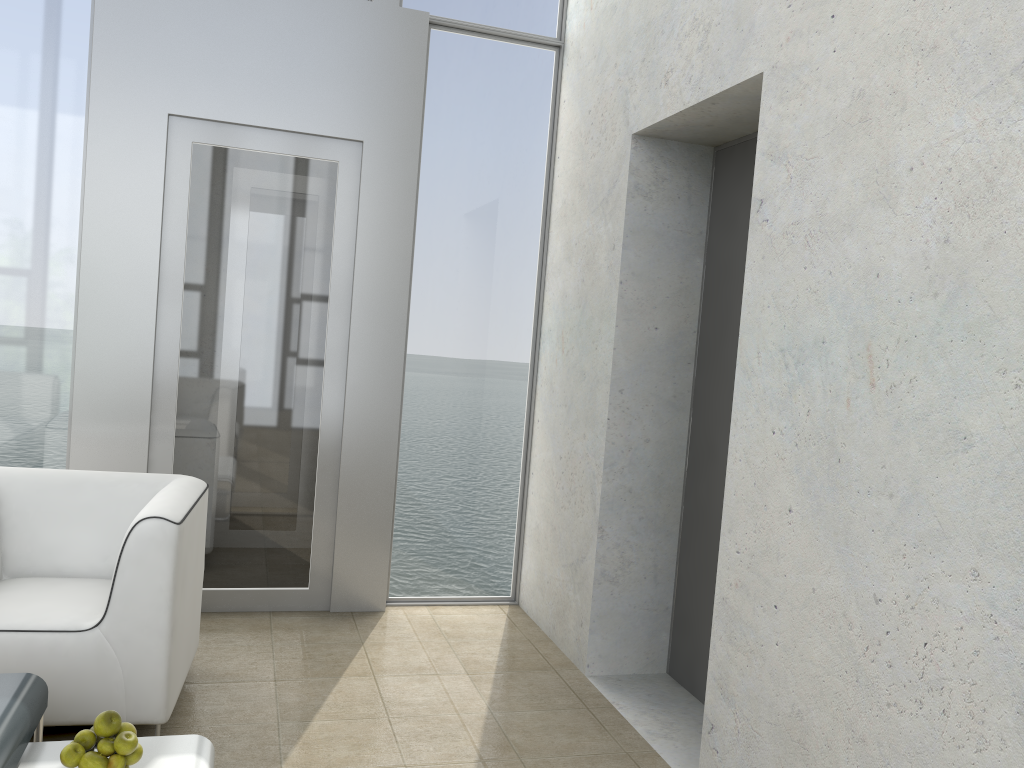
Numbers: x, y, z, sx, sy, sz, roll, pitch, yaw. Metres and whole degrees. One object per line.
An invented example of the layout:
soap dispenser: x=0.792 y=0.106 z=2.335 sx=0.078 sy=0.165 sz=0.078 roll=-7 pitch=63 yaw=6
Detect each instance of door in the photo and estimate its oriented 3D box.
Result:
door: x=-1.127 y=-0.046 z=3.853 sx=0.804 sy=2.102 sz=0.030 roll=4 pitch=3 yaw=-17
door: x=0.851 y=0.163 z=3.096 sx=0.040 sy=2.080 sz=0.864 roll=4 pitch=3 yaw=-17

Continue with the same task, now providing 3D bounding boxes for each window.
window: x=-0.026 y=-3.130 z=4.039 sx=0.742 sy=2.947 sz=0.010 roll=4 pitch=3 yaw=-17
window: x=-0.188 y=-0.289 z=4.202 sx=0.605 sy=2.646 sz=0.010 roll=4 pitch=3 yaw=-17
window: x=-2.088 y=-0.412 z=3.629 sx=0.556 sy=2.646 sz=0.010 roll=4 pitch=3 yaw=-17

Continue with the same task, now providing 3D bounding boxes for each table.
table: x=-1.199 y=0.933 z=1.423 sx=0.532 sy=0.390 sz=1.420 roll=4 pitch=3 yaw=-17
table: x=-1.048 y=0.992 z=1.604 sx=0.929 sy=0.276 sz=0.901 roll=4 pitch=3 yaw=-17

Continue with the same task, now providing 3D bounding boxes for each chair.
chair: x=-1.454 y=0.637 z=2.835 sx=0.829 sy=0.635 sz=0.720 roll=4 pitch=3 yaw=-12

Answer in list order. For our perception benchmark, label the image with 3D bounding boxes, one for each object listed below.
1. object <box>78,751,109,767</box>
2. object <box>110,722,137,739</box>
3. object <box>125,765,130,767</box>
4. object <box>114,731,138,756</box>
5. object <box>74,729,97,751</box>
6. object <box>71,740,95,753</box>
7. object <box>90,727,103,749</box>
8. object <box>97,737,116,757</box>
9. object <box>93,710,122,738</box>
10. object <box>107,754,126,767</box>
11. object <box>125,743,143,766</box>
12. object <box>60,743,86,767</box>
object: x=-0.857 y=0.781 z=1.818 sx=0.058 sy=0.058 sz=0.058 roll=7 pitch=4 yaw=40
object: x=-0.833 y=0.755 z=1.904 sx=0.055 sy=0.054 sz=0.050 roll=7 pitch=4 yaw=42
object: x=-0.837 y=0.817 z=1.867 sx=0.059 sy=0.056 sz=0.061 roll=6 pitch=3 yaw=28
object: x=-0.803 y=0.748 z=1.845 sx=0.047 sy=0.045 sz=0.047 roll=4 pitch=3 yaw=-16
object: x=-0.893 y=0.746 z=1.858 sx=0.044 sy=0.043 sz=0.040 roll=4 pitch=3 yaw=-2
object: x=-0.914 y=0.778 z=1.877 sx=0.053 sy=0.055 sz=0.054 roll=7 pitch=4 yaw=38
object: x=-0.888 y=0.763 z=1.916 sx=0.054 sy=0.048 sz=0.055 roll=3 pitch=3 yaw=-23
object: x=-0.843 y=0.757 z=1.849 sx=0.040 sy=0.038 sz=0.040 roll=7 pitch=4 yaw=44
object: x=-0.854 y=0.719 z=1.874 sx=0.055 sy=0.056 sz=0.055 roll=4 pitch=3 yaw=-17
object: x=-0.818 y=0.785 z=1.831 sx=0.039 sy=0.040 sz=0.040 roll=3 pitch=3 yaw=-25
object: x=-0.804 y=0.781 z=1.873 sx=0.047 sy=0.045 sz=0.047 roll=4 pitch=3 yaw=-13
object: x=-0.899 y=0.761 z=1.816 sx=0.047 sy=0.048 sz=0.047 roll=7 pitch=4 yaw=36
